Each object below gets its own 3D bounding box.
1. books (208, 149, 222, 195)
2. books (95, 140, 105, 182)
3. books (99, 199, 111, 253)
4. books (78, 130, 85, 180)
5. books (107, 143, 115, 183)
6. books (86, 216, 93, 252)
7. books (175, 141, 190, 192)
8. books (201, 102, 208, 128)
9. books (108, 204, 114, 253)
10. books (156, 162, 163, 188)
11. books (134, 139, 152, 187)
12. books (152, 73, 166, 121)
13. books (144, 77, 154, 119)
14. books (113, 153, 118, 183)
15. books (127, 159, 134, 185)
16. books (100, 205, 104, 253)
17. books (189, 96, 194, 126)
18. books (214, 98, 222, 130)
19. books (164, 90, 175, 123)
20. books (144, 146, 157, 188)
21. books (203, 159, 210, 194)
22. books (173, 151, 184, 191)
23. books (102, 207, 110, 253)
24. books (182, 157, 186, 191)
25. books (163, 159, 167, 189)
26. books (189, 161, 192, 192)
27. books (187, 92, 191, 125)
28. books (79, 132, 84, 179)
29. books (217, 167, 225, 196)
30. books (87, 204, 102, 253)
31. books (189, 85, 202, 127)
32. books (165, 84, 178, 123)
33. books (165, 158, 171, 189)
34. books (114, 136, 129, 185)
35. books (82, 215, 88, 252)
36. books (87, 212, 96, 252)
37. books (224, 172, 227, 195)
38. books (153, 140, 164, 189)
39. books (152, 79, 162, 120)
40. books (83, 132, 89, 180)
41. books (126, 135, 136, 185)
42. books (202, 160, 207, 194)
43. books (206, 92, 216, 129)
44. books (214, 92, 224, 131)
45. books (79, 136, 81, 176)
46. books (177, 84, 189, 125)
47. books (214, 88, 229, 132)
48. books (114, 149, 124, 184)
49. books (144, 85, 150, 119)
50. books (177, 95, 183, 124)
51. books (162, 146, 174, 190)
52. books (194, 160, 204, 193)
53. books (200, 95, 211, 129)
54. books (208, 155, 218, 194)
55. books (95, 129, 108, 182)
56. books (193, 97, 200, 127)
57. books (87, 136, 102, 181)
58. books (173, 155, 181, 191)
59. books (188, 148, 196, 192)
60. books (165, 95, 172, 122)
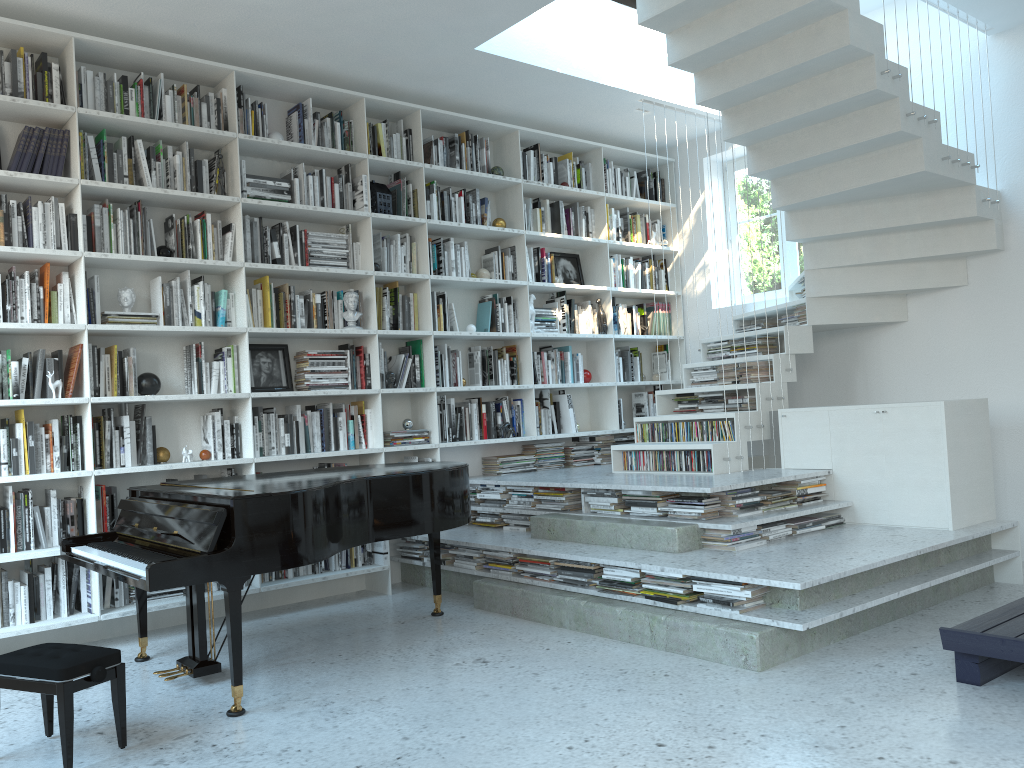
[{"bbox_3d":[-1.727,-1.188,5.112,0.058,0.302,0.175,-2,-2,-39],"label":"books"},{"bbox_3d":[-2.201,-1.153,4.729,0.011,0.260,0.157,-2,-2,-39],"label":"books"},{"bbox_3d":[-2.177,-0.815,4.737,0.011,0.317,0.154,-2,-2,-39],"label":"books"},{"bbox_3d":[-2.286,-1.174,4.692,0.014,0.309,0.130,-2,-2,-39],"label":"books"},{"bbox_3d":[-2.171,-1.145,4.744,0.031,0.242,0.181,-2,-2,-39],"label":"books"},{"bbox_3d":[-2.251,-0.764,4.687,0.024,0.219,0.140,-2,-2,-39],"label":"books"},{"bbox_3d":[-1.858,-1.190,5.002,0.011,0.313,0.183,-2,-2,-39],"label":"books"},{"bbox_3d":[-1.790,-1.494,5.079,0.031,0.184,0.177,-2,-2,-39],"label":"books"},{"bbox_3d":[-2.155,-0.800,4.726,0.010,0.283,0.184,-2,-2,-39],"label":"books"},{"bbox_3d":[-1.977,-1.119,4.909,0.028,0.180,0.168,-2,-2,-39],"label":"books"},{"bbox_3d":[-2.036,-1.171,4.854,0.075,0.285,0.178,-2,-2,-39],"label":"books"},{"bbox_3d":[-1.973,-1.554,4.952,0.014,0.315,0.166,-2,-2,-39],"label":"books"},{"bbox_3d":[-2.016,-1.533,4.902,0.013,0.276,0.164,-2,-2,-39],"label":"books"},{"bbox_3d":[-2.157,-1.125,4.771,0.024,0.201,0.153,-2,-2,-39],"label":"books"},{"bbox_3d":[-2.096,-1.116,4.824,0.034,0.180,0.160,-2,-2,-39],"label":"books"},{"bbox_3d":[-2.194,-0.795,4.704,0.012,0.276,0.157,-2,-2,-39],"label":"books"},{"bbox_3d":[-1.840,-1.504,5.027,0.013,0.207,0.178,-2,-2,-39],"label":"books"},{"bbox_3d":[-1.725,-1.516,5.130,0.026,0.225,0.172,-2,-2,-39],"label":"books"},{"bbox_3d":[-1.932,-1.515,4.984,0.026,0.235,0.134,-2,-2,-39],"label":"books"},{"bbox_3d":[-2.005,-1.161,4.898,0.027,0.265,0.168,-2,-2,-39],"label":"books"},{"bbox_3d":[-1.780,-1.152,5.091,0.024,0.237,0.153,-2,-2,-39],"label":"books"},{"bbox_3d":[-1.890,-1.162,4.992,0.028,0.261,0.135,-2,-2,-39],"label":"books"},{"bbox_3d":[-2.181,-0.788,4.716,0.024,0.262,0.177,-2,-2,-39],"label":"books"},{"bbox_3d":[-1.871,-1.147,5.002,0.013,0.231,0.141,-2,-2,-39],"label":"books"},{"bbox_3d":[-1.965,-1.135,4.953,0.024,0.212,0.128,-2,-2,-39],"label":"books"},{"bbox_3d":[-1.854,-1.139,5.029,0.024,0.213,0.150,-2,-2,-39],"label":"books"},{"bbox_3d":[-1.862,-1.514,5.026,0.021,0.228,0.161,-2,-2,-39],"label":"books"},{"bbox_3d":[-2.283,-1.162,4.667,0.013,0.283,0.158,-2,-2,-39],"label":"books"},{"bbox_3d":[-1.707,-1.142,5.157,0.028,0.211,0.134,-2,-2,-39],"label":"books"},{"bbox_3d":[-2.211,-0.796,4.695,0.026,0.279,0.151,-2,-2,-39],"label":"books"},{"bbox_3d":[-1.814,-1.544,5.071,0.013,0.285,0.159,-2,-2,-39],"label":"books"},{"bbox_3d":[-1.918,-1.532,4.997,0.014,0.269,0.156,-2,-2,-39],"label":"books"},{"bbox_3d":[-1.935,-1.135,4.944,0.010,0.208,0.173,-2,-2,-39],"label":"books"},{"bbox_3d":[-2.115,-1.172,4.800,0.023,0.293,0.156,-2,-2,-39],"label":"books"},{"bbox_3d":[-2.272,-0.766,4.671,0.029,0.225,0.136,-2,-2,-39],"label":"books"},{"bbox_3d":[-2.229,-0.775,4.688,0.012,0.240,0.134,-2,-2,-39],"label":"books"},{"bbox_3d":[-1.693,-1.133,5.177,0.019,0.194,0.098,-2,-2,-39],"label":"books"},{"bbox_3d":[-1.966,-1.183,4.923,0.012,0.308,0.145,-2,-2,-39],"label":"books"},{"bbox_3d":[-1.989,-1.533,4.920,0.052,0.273,0.172,-2,-2,-39],"label":"books"},{"bbox_3d":[-2.262,-1.165,4.681,0.010,0.287,0.148,-2,-2,-39],"label":"books"},{"bbox_3d":[-2.087,-1.183,4.847,0.013,0.315,0.135,-2,-2,-39],"label":"books"},{"bbox_3d":[-1.788,-1.146,5.065,0.022,0.222,0.161,-2,-2,-39],"label":"books"},{"bbox_3d":[-1.761,-1.532,5.129,0.029,0.261,0.151,-2,-2,-39],"label":"books"},{"bbox_3d":[-1.716,-1.537,5.149,0.014,0.267,0.171,-2,-2,-39],"label":"books"},{"bbox_3d":[-2.287,-1.149,4.644,0.023,0.256,0.175,-2,-2,-39],"label":"books"},{"bbox_3d":[-1.873,-1.533,5.010,0.014,0.266,0.192,-2,-2,-39],"label":"books"},{"bbox_3d":[-1.698,-1.549,5.159,0.026,0.288,0.176,-2,-2,-39],"label":"books"},{"bbox_3d":[-2.133,-1.134,4.782,0.029,0.219,0.157,-2,-2,-39],"label":"books"},{"bbox_3d":[-2.040,-1.512,4.900,0.029,0.235,0.130,-2,-2,-39],"label":"books"},{"bbox_3d":[-1.905,-1.504,5.017,0.029,0.213,0.141,-2,-2,-39],"label":"books"},{"bbox_3d":[-1.932,-1.173,4.966,0.026,0.286,0.137,-2,-2,-39],"label":"books"},{"bbox_3d":[-1.805,-1.143,5.045,0.030,0.217,0.182,-2,-2,-39],"label":"books"},{"bbox_3d":[-1.776,-1.520,5.105,0.026,0.237,0.149,-2,-2,-39],"label":"books"},{"bbox_3d":[-1.738,-1.168,5.102,0.055,0.264,0.167,-2,-2,-39],"label":"books"},{"bbox_3d":[-2.188,-1.181,4.730,0.012,0.315,0.171,-2,-2,-39],"label":"books"},{"bbox_3d":[-1.823,-1.501,5.037,0.026,0.200,0.187,-2,-2,-39],"label":"books"},{"bbox_3d":[-2.236,-1.159,4.711,0.067,0.274,0.168,-2,-2,-39],"label":"books"},{"bbox_3d":[-1.897,-1.145,4.962,0.021,0.226,0.191,-2,-2,-39],"label":"books"},{"bbox_3d":[-1.840,-1.178,5.046,0.022,0.290,0.146,-2,-2,-39],"label":"books"},{"bbox_3d":[-1.947,-1.492,4.958,0.031,0.190,0.181,-2,-2,-39],"label":"books"}]
